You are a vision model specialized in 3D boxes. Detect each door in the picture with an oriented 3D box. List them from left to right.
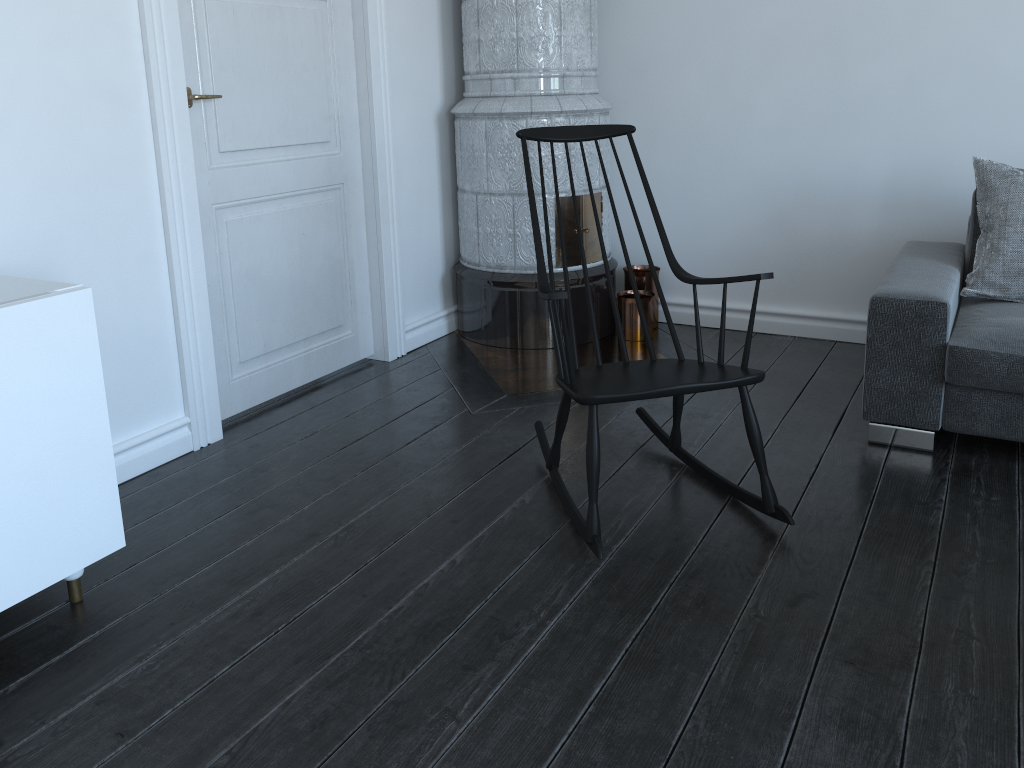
[{"bbox_3d":[-0.832,-1.140,3.126,0.116,2.411,1.195,5,15,28],"label":"door"}]

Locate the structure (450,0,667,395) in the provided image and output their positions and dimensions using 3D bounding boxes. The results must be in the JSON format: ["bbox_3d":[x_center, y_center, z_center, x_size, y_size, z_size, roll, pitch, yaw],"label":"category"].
[{"bbox_3d":[0.143,-1.573,3.692,0.780,2.816,1.300,-5,14,-15],"label":"structure"}]

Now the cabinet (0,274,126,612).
[{"bbox_3d":[-1.409,0.283,1.587,0.593,0.715,1.230,7,19,28],"label":"cabinet"}]

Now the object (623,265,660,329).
[{"bbox_3d":[0.612,-0.408,4.157,0.174,0.274,0.180,6,16,29],"label":"object"}]

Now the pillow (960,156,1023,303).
[{"bbox_3d":[2.460,-0.393,2.550,2.071,0.479,0.488,11,20,33],"label":"pillow"}]

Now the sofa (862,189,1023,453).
[{"bbox_3d":[2.357,-0.145,2.541,2.386,0.704,1.110,9,20,29],"label":"sofa"}]

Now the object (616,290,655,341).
[{"bbox_3d":[0.561,-0.310,3.994,0.174,0.194,0.176,4,16,19],"label":"object"}]

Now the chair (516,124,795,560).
[{"bbox_3d":[0.320,-0.199,2.460,0.614,0.979,0.929,-6,16,-15],"label":"chair"}]
